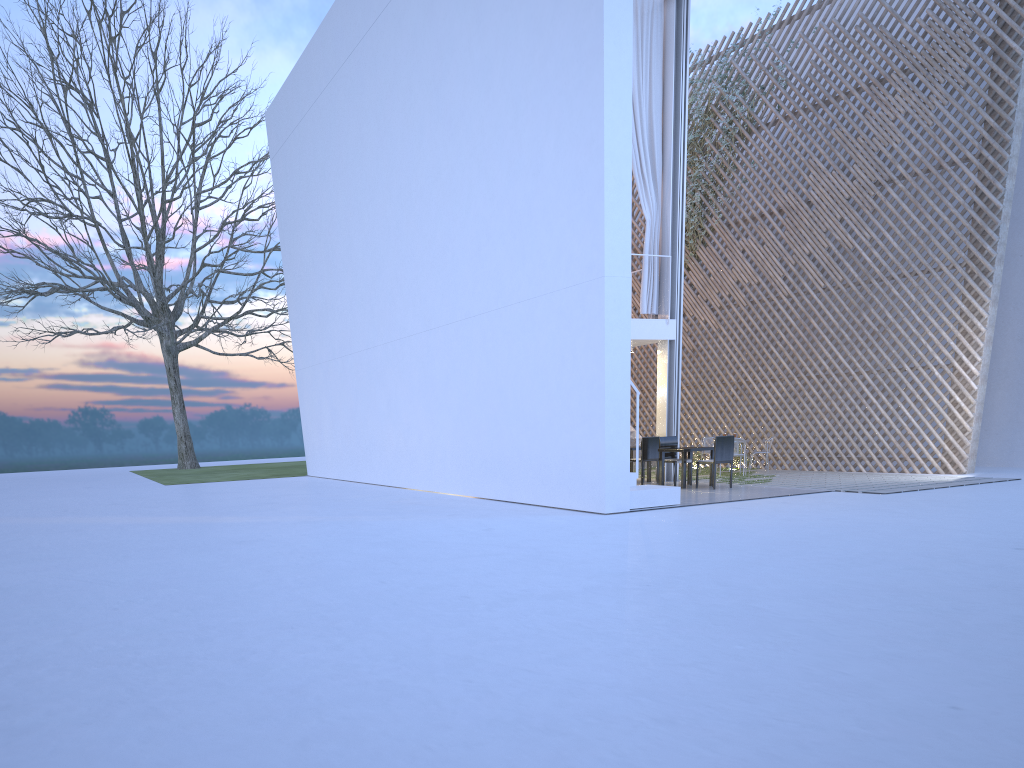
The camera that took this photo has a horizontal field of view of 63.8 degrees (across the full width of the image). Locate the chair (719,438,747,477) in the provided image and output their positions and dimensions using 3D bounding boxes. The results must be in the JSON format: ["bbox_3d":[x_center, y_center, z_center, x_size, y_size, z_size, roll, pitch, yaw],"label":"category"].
[{"bbox_3d":[2.166,0.714,8.069,0.262,0.408,0.228,1,13,17],"label":"chair"}]

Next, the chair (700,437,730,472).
[{"bbox_3d":[2.124,0.745,8.678,0.256,0.408,0.233,-8,14,-27],"label":"chair"}]

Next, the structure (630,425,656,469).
[{"bbox_3d":[0.786,0.087,10.317,1.143,2.104,1.886,-11,12,-34],"label":"structure"}]

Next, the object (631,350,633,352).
[{"bbox_3d":[-0.046,0.128,8.066,1.637,0.875,1.780,-4,2,-30],"label":"object"}]

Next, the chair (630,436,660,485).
[{"bbox_3d":[1.206,0.707,7.585,0.187,0.470,0.224,-10,15,-27],"label":"chair"}]

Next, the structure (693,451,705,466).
[{"bbox_3d":[2.178,0.865,9.608,0.263,0.280,0.248,-5,9,-20],"label":"structure"}]

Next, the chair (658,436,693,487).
[{"bbox_3d":[1.438,0.680,7.221,0.187,0.470,0.224,-10,15,-27],"label":"chair"}]

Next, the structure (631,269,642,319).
[{"bbox_3d":[1.001,-0.744,8.107,0.027,0.591,1.640,-12,4,-29],"label":"structure"}]

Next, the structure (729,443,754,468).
[{"bbox_3d":[2.494,0.789,9.057,0.283,0.347,0.307,-11,12,-42],"label":"structure"}]

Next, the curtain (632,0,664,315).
[{"bbox_3d":[1.051,-1.857,6.883,0.499,2.597,0.091,-11,19,-27],"label":"curtain"}]

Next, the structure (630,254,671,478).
[{"bbox_3d":[1.127,-0.213,6.507,1.334,1.920,1.368,-8,12,-27],"label":"structure"}]

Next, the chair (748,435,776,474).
[{"bbox_3d":[2.528,0.711,8.331,0.249,0.408,0.240,0,12,12],"label":"chair"}]

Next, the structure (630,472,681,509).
[{"bbox_3d":[0.599,-0.781,6.862,1.684,3.550,3.495,-10,10,-28],"label":"structure"}]

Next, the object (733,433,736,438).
[{"bbox_3d":[2.230,0.531,8.242,0.031,0.082,0.029,2,16,17],"label":"object"}]

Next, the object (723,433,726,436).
[{"bbox_3d":[2.176,0.542,8.421,0.031,0.082,0.029,2,16,17],"label":"object"}]

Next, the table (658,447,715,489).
[{"bbox_3d":[1.507,0.718,7.090,0.352,0.356,0.336,-6,9,-27],"label":"table"}]

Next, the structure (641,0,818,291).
[{"bbox_3d":[2.155,-2.169,8.774,0.709,2.922,2.268,-15,15,-36],"label":"structure"}]

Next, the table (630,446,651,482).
[{"bbox_3d":[0.848,0.777,7.720,0.899,0.354,0.335,-2,7,-26],"label":"table"}]

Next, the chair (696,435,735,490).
[{"bbox_3d":[1.672,0.649,6.795,0.187,0.470,0.224,-10,15,-27],"label":"chair"}]

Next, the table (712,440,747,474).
[{"bbox_3d":[2.209,0.749,8.390,0.347,0.358,0.326,1,9,25],"label":"table"}]
